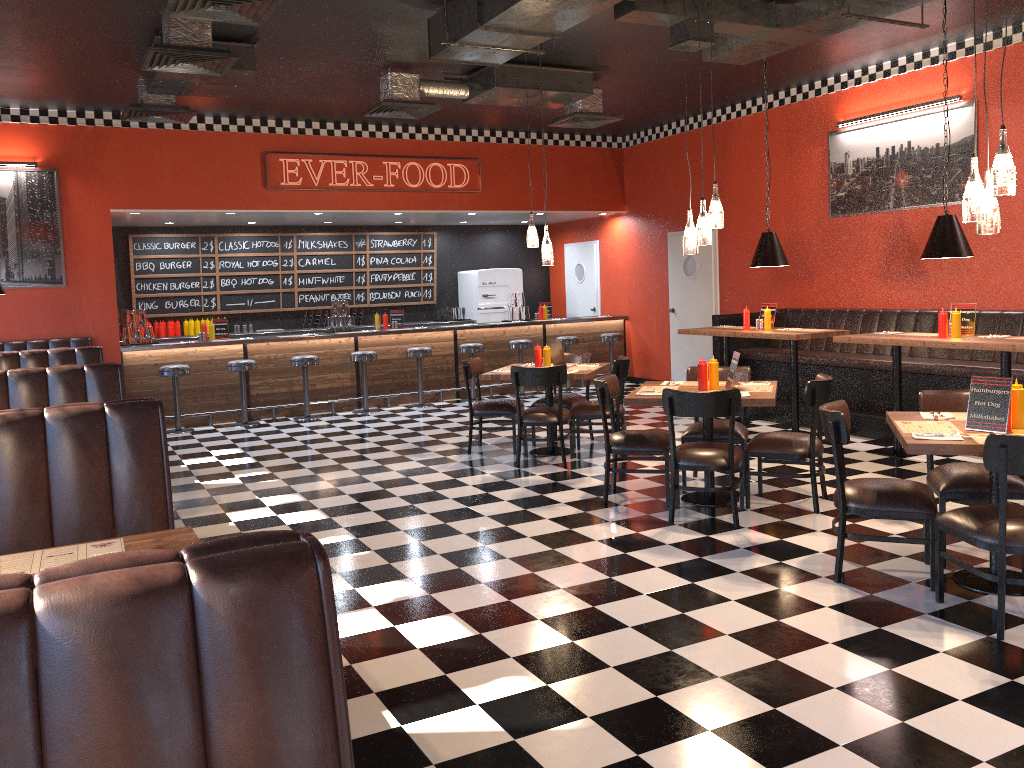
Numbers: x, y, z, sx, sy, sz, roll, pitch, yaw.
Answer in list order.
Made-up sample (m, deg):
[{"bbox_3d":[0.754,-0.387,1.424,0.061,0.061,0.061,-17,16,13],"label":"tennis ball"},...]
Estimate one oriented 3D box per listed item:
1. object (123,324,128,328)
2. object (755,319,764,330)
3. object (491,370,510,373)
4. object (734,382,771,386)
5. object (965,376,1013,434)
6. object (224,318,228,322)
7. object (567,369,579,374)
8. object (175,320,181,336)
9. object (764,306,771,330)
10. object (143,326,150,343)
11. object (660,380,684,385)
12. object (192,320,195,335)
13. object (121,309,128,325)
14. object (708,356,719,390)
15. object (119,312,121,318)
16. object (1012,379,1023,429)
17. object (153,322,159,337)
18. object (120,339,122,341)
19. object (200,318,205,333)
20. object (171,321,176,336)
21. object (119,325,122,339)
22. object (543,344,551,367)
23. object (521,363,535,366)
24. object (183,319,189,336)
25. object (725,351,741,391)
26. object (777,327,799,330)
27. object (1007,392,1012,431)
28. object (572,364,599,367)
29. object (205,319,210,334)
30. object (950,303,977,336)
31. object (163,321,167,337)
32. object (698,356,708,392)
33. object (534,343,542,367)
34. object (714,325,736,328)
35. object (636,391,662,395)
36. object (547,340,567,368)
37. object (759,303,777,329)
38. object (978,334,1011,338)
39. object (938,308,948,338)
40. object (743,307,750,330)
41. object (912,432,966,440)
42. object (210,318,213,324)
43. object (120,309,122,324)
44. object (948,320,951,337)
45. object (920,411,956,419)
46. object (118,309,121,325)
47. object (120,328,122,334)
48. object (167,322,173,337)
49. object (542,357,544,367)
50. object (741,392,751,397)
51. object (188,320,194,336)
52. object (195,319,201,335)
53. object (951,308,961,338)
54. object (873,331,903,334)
[{"bbox_3d":[-5.202,-0.700,11.961,0.105,0.208,0.105,-6,6,-42],"label":"object"},{"bbox_3d":[2.489,-0.615,8.906,0.047,0.135,0.094,-5,6,-36],"label":"object"},{"bbox_3d":[-0.049,-0.118,7.917,0.255,0.019,0.158,0,7,22],"label":"object"},{"bbox_3d":[1.714,-0.006,6.324,0.255,0.019,0.158,0,7,19],"label":"object"},{"bbox_3d":[2.252,0.097,4.185,0.072,0.256,0.188,-5,6,-37],"label":"object"},{"bbox_3d":[-4.152,-0.853,12.830,0.068,0.237,0.068,-4,5,-25],"label":"object"},{"bbox_3d":[0.491,-0.112,7.681,0.157,0.019,0.256,0,7,18],"label":"object"},{"bbox_3d":[-4.716,-0.793,12.498,0.068,0.237,0.068,-4,5,-25],"label":"object"},{"bbox_3d":[2.537,-0.656,8.797,0.068,0.237,0.068,1,5,37],"label":"object"},{"bbox_3d":[-4.437,-0.597,10.795,0.105,0.208,0.105,-6,6,-42],"label":"object"},{"bbox_3d":[1.181,-0.009,6.537,0.157,0.019,0.256,0,7,20],"label":"object"},{"bbox_3d":[-4.555,-0.815,12.630,0.068,0.237,0.068,-4,5,-25],"label":"object"},{"bbox_3d":[-5.236,-0.912,11.998,0.105,0.208,0.105,-6,6,-42],"label":"object"},{"bbox_3d":[1.388,-0.078,6.096,0.068,0.237,0.068,-4,4,-22],"label":"object"},{"bbox_3d":[-5.377,-0.913,12.051,0.105,0.208,0.105,-6,6,-42],"label":"object"},{"bbox_3d":[2.417,0.093,4.243,0.068,0.237,0.068,-4,4,-22],"label":"object"},{"bbox_3d":[-4.984,-0.774,12.416,0.068,0.237,0.068,-4,5,-25],"label":"object"},{"bbox_3d":[-5.286,-0.607,12.030,0.273,0.018,0.438,-6,7,-27],"label":"object"},{"bbox_3d":[-4.431,-0.828,12.707,0.068,0.237,0.068,1,5,39],"label":"object"},{"bbox_3d":[-4.802,-0.794,12.531,0.068,0.237,0.068,-4,5,-26],"label":"object"},{"bbox_3d":[-5.301,-0.689,11.898,0.105,0.208,0.105,-6,6,-42],"label":"object"},{"bbox_3d":[0.314,-0.244,7.926,0.068,0.237,0.068,-3,4,-13],"label":"object"},{"bbox_3d":[0.178,-0.187,8.442,0.157,0.019,0.256,0,7,21],"label":"object"},{"bbox_3d":[-4.626,-0.806,12.576,0.068,0.237,0.068,1,5,40],"label":"object"},{"bbox_3d":[1.515,-0.091,6.085,0.072,0.256,0.189,-2,5,3],"label":"object"},{"bbox_3d":[2.708,-0.541,8.691,0.255,0.019,0.158,-6,7,-30],"label":"object"},{"bbox_3d":[2.333,0.101,4.202,0.068,0.237,0.068,-4,4,-22],"label":"object"},{"bbox_3d":[0.678,-0.178,8.193,0.255,0.019,0.158,-1,7,12],"label":"object"},{"bbox_3d":[-4.355,-0.828,12.675,0.068,0.237,0.068,1,5,39],"label":"object"},{"bbox_3d":[3.606,-0.514,7.091,0.188,0.256,0.072,2,6,42],"label":"object"},{"bbox_3d":[-4.897,-0.782,12.457,0.068,0.237,0.068,-4,5,-25],"label":"object"},{"bbox_3d":[1.304,-0.070,6.054,0.068,0.237,0.068,-4,4,-22],"label":"object"},{"bbox_3d":[0.236,-0.247,7.978,0.068,0.237,0.068,-1,4,15],"label":"object"},{"bbox_3d":[2.272,-0.621,9.546,0.255,0.019,0.158,-6,7,-30],"label":"object"},{"bbox_3d":[0.972,0.058,6.022,0.255,0.019,0.158,0,7,17],"label":"object"},{"bbox_3d":[0.411,-0.275,8.079,0.072,0.256,0.188,-5,6,-37],"label":"object"},{"bbox_3d":[2.594,-0.691,8.997,0.072,0.256,0.188,-5,6,-36],"label":"object"},{"bbox_3d":[3.721,-0.371,6.854,0.255,0.019,0.158,-6,7,-30],"label":"object"},{"bbox_3d":[3.397,-0.484,6.983,0.068,0.237,0.068,-3,4,-7],"label":"object"},{"bbox_3d":[2.366,-0.666,8.940,0.068,0.237,0.068,1,5,37],"label":"object"},{"bbox_3d":[1.988,0.238,4.092,0.255,0.019,0.158,0,7,21],"label":"object"},{"bbox_3d":[-4.299,-0.838,12.742,0.068,0.237,0.068,-5,5,-29],"label":"object"},{"bbox_3d":[-5.298,-0.921,12.097,0.105,0.208,0.105,-6,6,-42],"label":"object"},{"bbox_3d":[3.472,-0.442,7.051,0.047,0.135,0.094,-5,6,-37],"label":"object"},{"bbox_3d":[2.235,0.164,4.649,0.157,0.019,0.256,0,7,19],"label":"object"},{"bbox_3d":[-5.333,-0.902,11.942,0.105,0.208,0.105,-6,6,-42],"label":"object"},{"bbox_3d":[-5.392,-0.710,12.111,0.105,0.208,0.105,-6,6,-42],"label":"object"},{"bbox_3d":[-4.806,-0.782,12.432,0.068,0.237,0.068,-4,5,-25],"label":"object"},{"bbox_3d":[0.310,-0.205,8.046,0.047,0.135,0.094,-5,6,-37],"label":"object"},{"bbox_3d":[1.479,0.061,5.818,0.157,0.019,0.256,-1,7,10],"label":"object"},{"bbox_3d":[-4.546,-0.804,12.529,0.068,0.237,0.068,1,5,39],"label":"object"},{"bbox_3d":[-4.480,-0.818,12.629,0.068,0.237,0.068,-5,5,-29],"label":"object"},{"bbox_3d":[3.475,-0.481,6.931,0.068,0.237,0.068,-4,4,-18],"label":"object"},{"bbox_3d":[3.254,-0.449,7.700,0.255,0.019,0.158,-6,7,-30],"label":"object"}]
